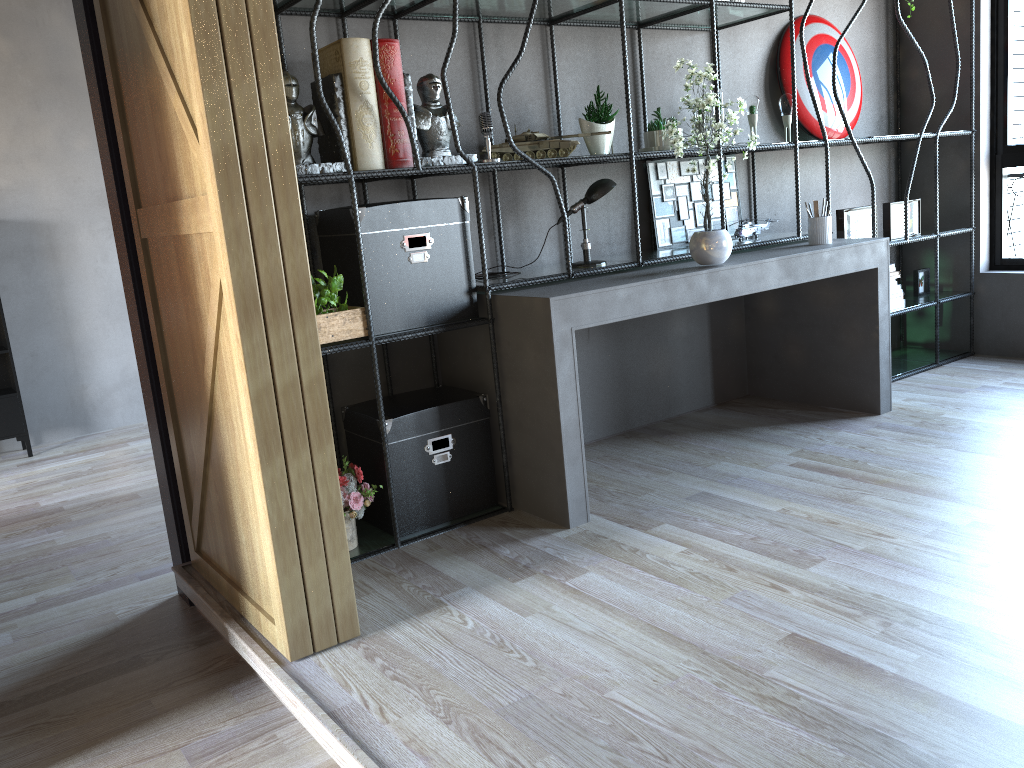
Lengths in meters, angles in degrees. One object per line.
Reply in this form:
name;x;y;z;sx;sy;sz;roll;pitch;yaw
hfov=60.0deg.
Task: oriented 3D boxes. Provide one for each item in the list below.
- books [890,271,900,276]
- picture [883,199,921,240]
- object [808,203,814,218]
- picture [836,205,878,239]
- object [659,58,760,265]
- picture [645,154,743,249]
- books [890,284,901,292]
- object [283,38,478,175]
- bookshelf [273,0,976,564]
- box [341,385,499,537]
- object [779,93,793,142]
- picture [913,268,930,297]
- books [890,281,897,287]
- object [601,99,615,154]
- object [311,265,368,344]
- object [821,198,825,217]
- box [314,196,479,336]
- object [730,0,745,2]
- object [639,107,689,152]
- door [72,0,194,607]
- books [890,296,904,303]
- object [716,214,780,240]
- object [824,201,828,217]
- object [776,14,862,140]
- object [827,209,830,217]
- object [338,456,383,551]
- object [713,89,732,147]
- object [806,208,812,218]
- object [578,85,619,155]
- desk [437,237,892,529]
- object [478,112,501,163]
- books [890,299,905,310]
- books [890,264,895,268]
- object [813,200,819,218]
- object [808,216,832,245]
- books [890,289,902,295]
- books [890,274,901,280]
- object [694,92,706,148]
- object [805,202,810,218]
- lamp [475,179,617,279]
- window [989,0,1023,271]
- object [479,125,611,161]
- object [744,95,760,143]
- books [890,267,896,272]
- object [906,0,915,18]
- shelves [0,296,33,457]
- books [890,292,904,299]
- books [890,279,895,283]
books;2.140;-0.650;5.234;0.163;0.023;0.232;-9;12;-18
picture;2.283;-0.964;5.190;0.313;0.211;0.048;-13;13;-34
object;1.495;-0.813;4.399;0.009;0.167;0.061;-10;12;-22
picture;1.925;-0.878;4.946;0.313;0.211;0.049;-13;13;-34
object;0.832;-0.932;3.715;0.420;0.850;0.399;-3;11;12
picture;0.977;-0.969;4.677;0.666;0.446;0.051;-13;13;-34
books;2.140;-0.565;5.255;0.194;0.028;0.246;-15;15;-38
object;-0.557;-1.027;3.330;0.834;0.465;0.290;-13;13;-34
bookshelf;0.812;-1.365;4.281;4.490;3.274;0.527;-13;13;-34
box;-0.374;0.293;3.628;0.489;0.479;0.374;-13;13;-34
object;1.487;-1.433;4.794;0.113;0.269;0.113;5;15;43
picture;2.587;-0.643;5.598;0.137;0.165;0.032;-13;13;-34
books;2.133;-0.589;5.255;0.159;0.021;0.224;-13;14;-33
object;0.458;-1.210;4.194;0.113;0.272;0.113;-1;12;22
object;-0.687;-0.281;3.141;0.304;0.264;0.181;-13;13;-34
object;1.537;-0.827;4.396;0.052;0.185;0.009;-13;13;-32
box;-0.449;-0.473;3.481;0.489;0.479;0.374;-13;13;-34
object;1.068;-1.841;4.206;0.092;0.099;0.093;-3;12;13
object;0.708;-1.197;4.165;0.235;0.212;0.236;-3;11;11
door;-2.105;-0.328;3.409;1.151;2.537;1.130;-13;13;-34
books;2.165;-0.505;5.269;0.175;0.023;0.249;-15;15;-38
object;1.261;-0.825;4.676;0.379;0.111;0.352;-6;12;-2
object;1.544;-0.818;4.387;0.062;0.168;0.009;-13;13;-34
object;1.805;-1.776;5.154;0.752;0.737;0.186;-13;13;-33
object;1.542;-0.780;4.371;0.068;0.159;0.009;-10;12;-21
object;-0.686;0.450;3.317;0.346;0.361;0.332;-12;13;-30
object;0.993;-1.276;4.258;0.113;0.274;0.113;-12;13;-30
object;1.490;-0.787;4.363;0.137;0.189;0.009;-12;13;-31
object;0.386;-1.161;3.916;0.193;0.304;0.137;-6;11;0
desk;0.798;-0.132;4.210;2.133;0.883;0.846;-13;14;-34
object;-0.098;-0.980;3.528;0.093;0.199;0.093;-14;14;-38
books;2.168;-0.473;5.273;0.193;0.043;0.248;-13;14;-33
books;2.124;-0.690;5.227;0.201;0.024;0.159;6;16;45
object;1.516;-0.808;4.406;0.023;0.203;0.037;-5;11;5
object;1.517;-0.755;4.371;0.110;0.137;0.111;-11;12;-24
books;2.143;-0.545;5.261;0.193;0.014;0.255;-13;14;-30
books;2.137;-0.630;5.245;0.175;0.019;0.244;-13;14;-33
object;0.977;-1.360;4.606;0.113;0.301;0.113;-9;11;-15
object;1.469;-0.795;4.366;0.046;0.202;0.023;-5;11;2
lamp;0.107;-0.681;3.882;0.740;0.370;0.205;-8;11;-10
window;3.421;-1.580;4.738;0.108;1.955;1.697;-13;13;-34
object;0.141;-1.050;3.828;0.577;0.170;0.207;-5;11;1
object;1.208;-1.323;4.452;0.113;0.246;0.113;-9;11;-15
books;2.130;-0.672;5.241;0.155;0.020;0.205;-13;14;-33
object;2.031;-2.461;4.756;0.720;1.023;0.651;-9;12;-16
shelves;-3.917;-0.235;5.972;0.913;1.673;0.354;-13;13;-34
books;2.163;-0.528;5.265;0.175;0.023;0.250;-13;14;-33
books;2.137;-0.611;5.253;0.155;0.022;0.205;-15;15;-38
